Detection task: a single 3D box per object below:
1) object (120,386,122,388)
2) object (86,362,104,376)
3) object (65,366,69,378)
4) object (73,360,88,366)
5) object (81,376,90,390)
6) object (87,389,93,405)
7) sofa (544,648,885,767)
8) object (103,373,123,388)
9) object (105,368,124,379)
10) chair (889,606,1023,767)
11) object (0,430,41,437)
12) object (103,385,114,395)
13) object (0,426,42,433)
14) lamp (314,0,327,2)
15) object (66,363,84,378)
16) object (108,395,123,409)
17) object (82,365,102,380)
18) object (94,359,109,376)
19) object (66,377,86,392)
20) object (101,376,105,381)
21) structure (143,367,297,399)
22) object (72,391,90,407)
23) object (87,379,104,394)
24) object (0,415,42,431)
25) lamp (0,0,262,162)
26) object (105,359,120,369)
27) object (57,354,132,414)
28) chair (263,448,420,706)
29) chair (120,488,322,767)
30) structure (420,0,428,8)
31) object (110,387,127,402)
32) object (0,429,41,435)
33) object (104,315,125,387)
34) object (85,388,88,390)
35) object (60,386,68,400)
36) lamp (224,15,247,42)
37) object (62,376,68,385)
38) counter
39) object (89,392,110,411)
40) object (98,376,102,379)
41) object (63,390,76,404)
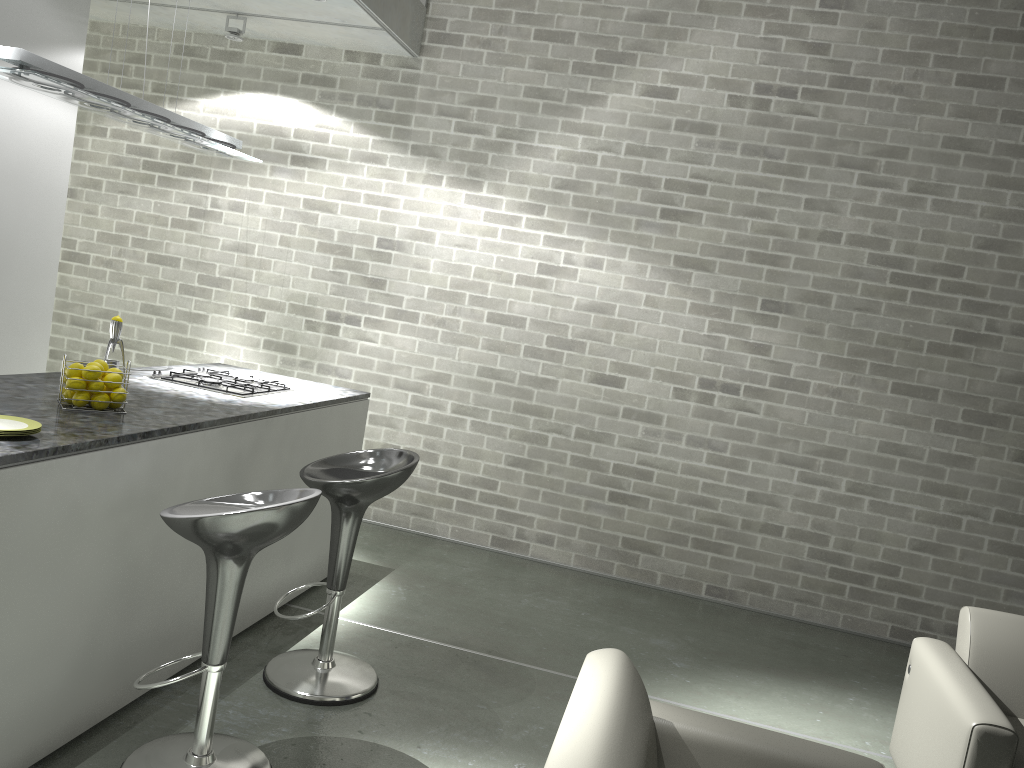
[{"bbox_3d":[-1.392,0.020,3.105,0.051,0.055,0.061,8,5,-19],"label":"object"},{"bbox_3d":[-1.433,-0.049,3.047,0.063,0.053,0.051,10,5,3],"label":"object"},{"bbox_3d":[-1.501,-0.039,3.035,0.053,0.051,0.063,5,7,-43],"label":"object"},{"bbox_3d":[-1.745,-0.055,3.588,0.063,0.070,0.064,5,7,-40],"label":"object"},{"bbox_3d":[-1.465,-0.007,3.028,0.051,0.053,0.064,10,5,4],"label":"object"},{"bbox_3d":[-1.444,0.045,3.049,0.052,0.060,0.057,10,5,7],"label":"object"},{"bbox_3d":[0.387,1.170,1.482,0.902,0.717,2.114,11,5,12],"label":"sofa"},{"bbox_3d":[-1.371,-0.011,3.047,0.053,0.052,0.061,11,5,15],"label":"object"},{"bbox_3d":[-1.389,-0.031,3.101,0.063,0.053,0.051,11,5,14],"label":"object"},{"bbox_3d":[1.952,1.290,3.078,0.963,0.717,0.910,11,5,12],"label":"chair"},{"bbox_3d":[-1.435,0.128,2.472,0.216,0.017,0.217,4,7,-45],"label":"object"},{"bbox_3d":[-1.411,0.015,3.081,0.062,0.053,0.051,11,5,10],"label":"object"},{"bbox_3d":[-1.433,0.118,2.471,0.216,0.017,0.217,4,7,-45],"label":"object"},{"bbox_3d":[-0.927,-1.908,4.234,0.109,0.135,0.109,7,6,-30],"label":"lamp"},{"bbox_3d":[-1.470,-0.042,2.990,0.057,0.060,0.052,9,5,-10],"label":"object"},{"bbox_3d":[-1.384,0.059,3.083,0.063,0.053,0.051,11,5,10],"label":"object"},{"bbox_3d":[-1.418,-0.037,2.991,0.063,0.051,0.053,5,7,-41],"label":"object"},{"bbox_3d":[-1.449,-0.056,3.122,0.059,0.060,0.050,10,5,1],"label":"object"},{"bbox_3d":[-1.459,0.001,2.971,0.063,0.051,0.053,7,6,-29],"label":"object"},{"bbox_3d":[-1.439,-0.006,3.134,0.053,0.054,0.061,5,7,-42],"label":"object"},{"bbox_3d":[-1.332,-0.014,4.097,0.500,0.038,0.500,11,5,12],"label":"structure"},{"bbox_3d":[-1.451,0.049,2.987,0.052,0.057,0.060,10,5,3],"label":"object"},{"bbox_3d":[-1.413,0.007,3.011,0.052,0.053,0.062,7,6,-26],"label":"object"},{"bbox_3d":[-1.433,0.114,2.470,0.216,0.017,0.217,4,7,-45],"label":"object"},{"bbox_3d":[-1.422,-1.526,3.536,0.290,0.964,1.490,11,5,12],"label":"lamp"},{"bbox_3d":[-1.592,-0.040,3.513,0.060,0.106,0.060,10,5,5],"label":"object"},{"bbox_3d":[-1.440,-0.007,3.061,0.207,0.174,0.189,6,6,-33],"label":"object"},{"bbox_3d":[-0.663,0.703,3.446,0.464,0.931,0.457,9,5,-7],"label":"chair"},{"bbox_3d":[-0.870,0.740,2.653,0.464,0.931,0.457,12,6,25],"label":"chair"},{"bbox_3d":[-1.083,-2.671,2.819,0.070,0.972,5.560,11,5,12],"label":"structure"},{"bbox_3d":[-1.353,0.039,3.050,0.052,0.054,0.061,8,6,-21],"label":"object"},{"bbox_3d":[-1.434,0.123,2.471,0.216,0.017,0.217,4,7,-45],"label":"object"},{"bbox_3d":[-1.588,-0.132,3.515,0.088,0.288,0.101,14,7,41],"label":"object"},{"bbox_3d":[-1.499,0.016,3.104,0.062,0.053,0.052,14,7,38],"label":"object"},{"bbox_3d":[-1.534,0.033,3.067,0.053,0.053,0.061,5,7,-43],"label":"object"},{"bbox_3d":[-1.654,-2.131,5.303,0.109,0.132,0.109,6,6,-36],"label":"lamp"},{"bbox_3d":[-1.528,-0.018,3.073,0.053,0.055,0.060,4,7,-45],"label":"object"},{"bbox_3d":[-1.732,0.553,2.706,0.900,0.960,4.400,11,5,12],"label":"counter"},{"bbox_3d":[-1.408,0.059,3.029,0.074,0.063,0.064,12,6,22],"label":"object"},{"bbox_3d":[-1.461,-0.025,3.086,0.061,0.051,0.055,9,5,-4],"label":"object"},{"bbox_3d":[-1.497,0.045,3.021,0.053,0.053,0.061,15,7,44],"label":"object"}]
